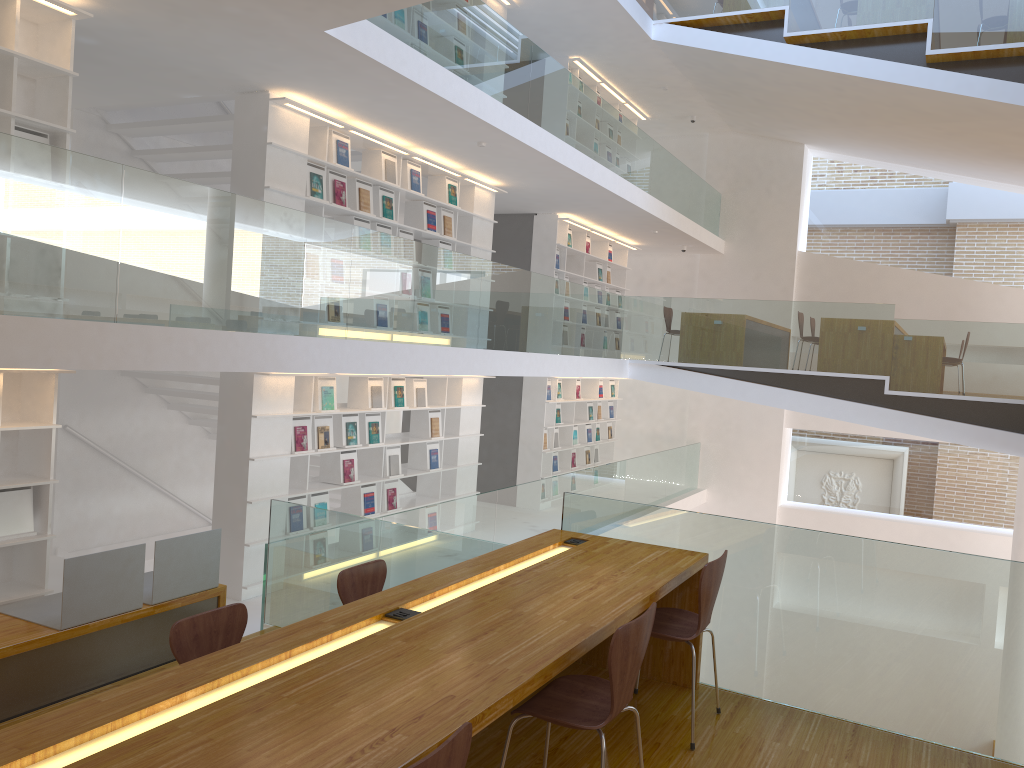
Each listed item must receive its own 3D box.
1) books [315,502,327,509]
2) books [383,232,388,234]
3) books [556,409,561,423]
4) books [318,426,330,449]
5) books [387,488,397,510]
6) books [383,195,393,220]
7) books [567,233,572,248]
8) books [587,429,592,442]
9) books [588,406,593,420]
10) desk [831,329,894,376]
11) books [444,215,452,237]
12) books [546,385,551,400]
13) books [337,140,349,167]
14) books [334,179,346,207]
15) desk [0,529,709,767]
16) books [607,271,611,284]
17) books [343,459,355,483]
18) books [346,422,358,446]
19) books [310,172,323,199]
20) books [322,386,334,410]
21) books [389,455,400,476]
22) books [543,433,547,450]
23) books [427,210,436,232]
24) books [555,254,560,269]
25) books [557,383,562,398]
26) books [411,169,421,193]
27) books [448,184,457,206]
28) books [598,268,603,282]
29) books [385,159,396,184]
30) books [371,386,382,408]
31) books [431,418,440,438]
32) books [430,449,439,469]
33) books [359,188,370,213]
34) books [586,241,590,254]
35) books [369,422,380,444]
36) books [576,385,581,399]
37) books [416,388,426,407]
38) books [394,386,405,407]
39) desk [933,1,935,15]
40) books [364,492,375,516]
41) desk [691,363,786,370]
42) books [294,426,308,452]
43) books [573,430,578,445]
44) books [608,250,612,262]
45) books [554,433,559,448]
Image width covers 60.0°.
[{"bbox_3d":[-1.627,1.120,7.573,0.037,0.210,0.145,5,2,26],"label":"books"},{"bbox_3d":[-1.165,-1.278,8.110,0.037,0.210,0.145,5,2,26],"label":"books"},{"bbox_3d":[0.630,0.443,12.125,0.037,0.210,0.145,5,2,26],"label":"books"},{"bbox_3d":[-1.601,0.466,7.545,0.037,0.210,0.145,5,2,26],"label":"books"},{"bbox_3d":[-1.154,1.110,8.527,0.037,0.210,0.145,5,2,26],"label":"books"},{"bbox_3d":[-1.134,-1.607,8.111,0.037,0.210,0.145,5,2,26],"label":"books"},{"bbox_3d":[0.776,-1.936,12.031,0.037,0.210,0.145,5,2,26],"label":"books"},{"bbox_3d":[1.158,0.774,13.237,0.037,0.210,0.145,5,2,26],"label":"books"},{"bbox_3d":[1.177,0.438,13.227,0.037,0.210,0.145,5,2,26],"label":"books"},{"bbox_3d":[4.688,-0.319,11.044,1.248,0.757,3.196,5,2,26],"label":"desk"},{"bbox_3d":[-0.655,-1.608,9.076,0.037,0.210,0.145,5,2,26],"label":"books"},{"bbox_3d":[0.481,0.123,11.774,0.037,0.210,0.145,5,2,26],"label":"books"},{"bbox_3d":[-1.425,-1.937,7.473,0.037,0.210,0.145,5,2,26],"label":"books"},{"bbox_3d":[-1.450,-1.608,7.484,0.037,0.210,0.145,5,2,26],"label":"books"},{"bbox_3d":[-0.422,1.169,2.864,1.285,0.918,3.236,5,2,26],"label":"desk"},{"bbox_3d":[1.468,-1.608,13.471,0.037,0.210,0.145,5,2,26],"label":"books"},{"bbox_3d":[-1.449,0.776,7.880,0.037,0.210,0.145,5,2,26],"label":"books"},{"bbox_3d":[-1.424,0.443,7.878,0.037,0.210,0.145,5,2,26],"label":"books"},{"bbox_3d":[-1.588,-1.603,7.212,0.037,0.210,0.145,5,2,26],"label":"books"},{"bbox_3d":[-1.563,0.126,7.537,0.037,0.210,0.145,5,2,26],"label":"books"},{"bbox_3d":[-1.129,0.790,8.516,0.037,0.210,0.145,5,2,26],"label":"books"},{"bbox_3d":[0.429,0.764,11.782,0.037,0.210,0.145,5,2,26],"label":"books"},{"bbox_3d":[-0.796,-1.611,8.793,0.037,0.210,0.145,5,2,26],"label":"books"},{"bbox_3d":[0.591,-1.607,11.708,0.037,0.210,0.145,5,2,26],"label":"books"},{"bbox_3d":[0.640,0.089,12.093,0.037,0.210,0.145,5,2,26],"label":"books"},{"bbox_3d":[-0.921,-1.938,8.482,0.037,0.210,0.145,5,2,26],"label":"books"},{"bbox_3d":[-0.608,-1.937,9.109,0.037,0.210,0.145,5,2,26],"label":"books"},{"bbox_3d":[1.311,-1.608,13.157,0.037,0.210,0.145,5,2,26],"label":"books"},{"bbox_3d":[-1.109,-1.936,8.106,0.037,0.210,0.145,5,2,26],"label":"books"},{"bbox_3d":[-1.245,0.125,8.173,0.037,0.210,0.145,5,2,26],"label":"books"},{"bbox_3d":[-0.792,0.453,9.143,0.037,0.210,0.145,5,2,26],"label":"books"},{"bbox_3d":[-0.803,0.781,9.167,0.037,0.210,0.145,5,2,26],"label":"books"},{"bbox_3d":[-1.295,-1.607,7.794,0.037,0.210,0.145,5,2,26],"label":"books"},{"bbox_3d":[1.082,-1.921,12.647,0.037,0.210,0.145,5,2,26],"label":"books"},{"bbox_3d":[-1.270,0.454,8.178,0.037,0.210,0.145,5,2,26],"label":"books"},{"bbox_3d":[0.948,0.125,12.716,0.037,0.210,0.145,5,2,26],"label":"books"},{"bbox_3d":[-0.908,0.145,8.854,0.037,0.210,0.145,5,2,26],"label":"books"},{"bbox_3d":[-1.080,0.125,8.505,0.037,0.210,0.145,5,2,26],"label":"books"},{"bbox_3d":[4.828,-4.160,10.930,0.760,0.606,3.196,5,2,26],"label":"desk"},{"bbox_3d":[-1.318,1.110,8.198,0.037,0.210,0.145,5,2,26],"label":"books"},{"bbox_3d":[3.058,-0.530,11.859,0.760,0.606,3.194,5,2,26],"label":"desk"},{"bbox_3d":[-1.728,0.451,7.267,0.037,0.210,0.145,5,2,26],"label":"books"},{"bbox_3d":[0.906,0.768,12.738,0.037,0.210,0.145,5,2,26],"label":"books"},{"bbox_3d":[1.488,-1.922,13.460,0.037,0.210,0.145,5,2,26],"label":"books"},{"bbox_3d":[0.601,0.774,12.122,0.037,0.210,0.145,5,2,26],"label":"books"}]
